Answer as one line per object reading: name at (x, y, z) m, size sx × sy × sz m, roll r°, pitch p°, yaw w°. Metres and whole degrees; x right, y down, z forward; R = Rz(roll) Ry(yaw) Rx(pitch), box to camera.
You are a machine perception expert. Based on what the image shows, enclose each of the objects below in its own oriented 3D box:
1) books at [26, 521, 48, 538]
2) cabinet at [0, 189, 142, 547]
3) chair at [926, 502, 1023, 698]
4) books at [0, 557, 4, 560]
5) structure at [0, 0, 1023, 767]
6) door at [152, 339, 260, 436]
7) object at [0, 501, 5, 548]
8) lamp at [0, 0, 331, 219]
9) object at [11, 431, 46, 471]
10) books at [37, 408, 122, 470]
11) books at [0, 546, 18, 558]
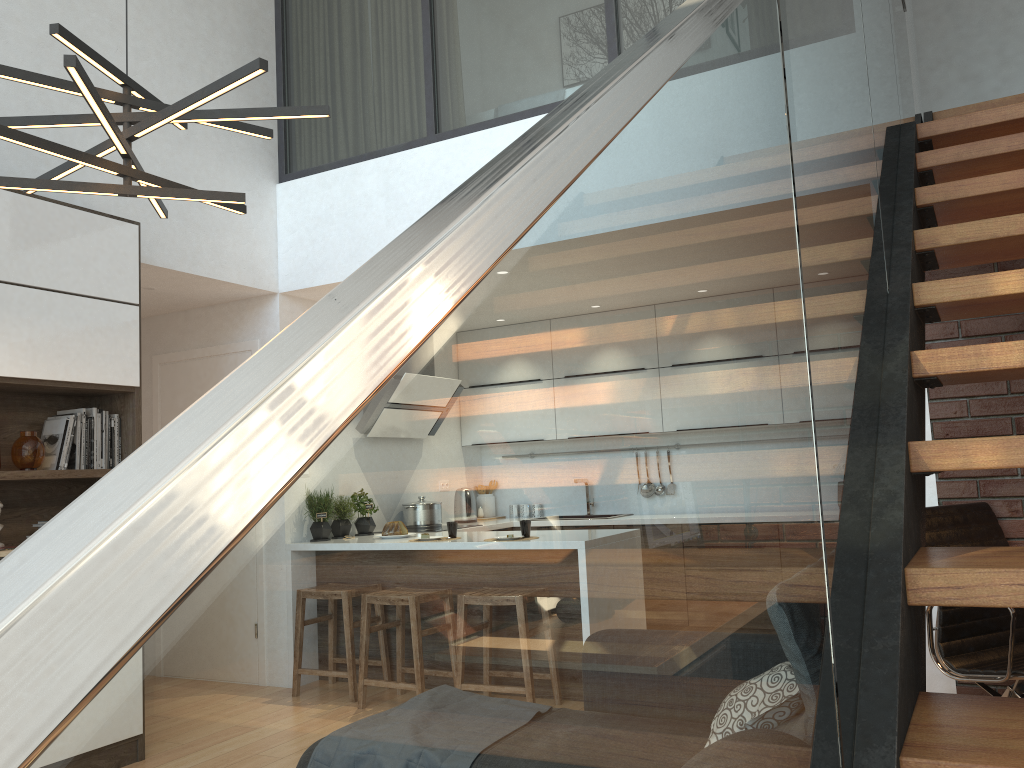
books at (-1.975, 0.698, 3.998) m, size 0.224 × 0.176 × 0.374 m, roll -6°, pitch -7°, yaw 27°
cabinet at (-2.818, 0.341, 2.442) m, size 0.338 × 2.494 × 4.036 m, roll -6°, pitch -7°, yaw 28°
chair at (1.895, 0.939, 3.217) m, size 0.651 × 0.991 × 0.700 m, roll 0°, pitch -7°, yaw -27°
books at (-2.115, 0.735, 3.663) m, size 0.250 × 0.047 × 0.310 m, roll -7°, pitch -7°, yaw 33°
structure at (1.673, -0.155, 2.260) m, size 1.289 × 3.460 × 5.660 m, roll -6°, pitch -7°, yaw 28°
door at (-1.970, 0.824, 5.713) m, size 0.974 × 2.136 × 0.085 m, roll -6°, pitch -7°, yaw 28°
object at (-2.198, 0.587, 3.725) m, size 0.117 × 0.207 × 0.116 m, roll -1°, pitch -6°, yaw -21°
lamp at (-1.115, -2.313, 2.550) m, size 1.200 × 3.645 × 0.831 m, roll -7°, pitch -7°, yaw 38°
object at (-2.076, 0.290, 3.807) m, size 0.130 × 0.171 × 0.130 m, roll 0°, pitch -6°, yaw -22°
books at (-2.002, 0.257, 4.074) m, size 0.201 × 0.287 × 0.332 m, roll -6°, pitch -7°, yaw 28°
books at (-2.137, 0.699, 3.688) m, size 0.266 × 0.030 × 0.209 m, roll -5°, pitch -6°, yaw 21°
